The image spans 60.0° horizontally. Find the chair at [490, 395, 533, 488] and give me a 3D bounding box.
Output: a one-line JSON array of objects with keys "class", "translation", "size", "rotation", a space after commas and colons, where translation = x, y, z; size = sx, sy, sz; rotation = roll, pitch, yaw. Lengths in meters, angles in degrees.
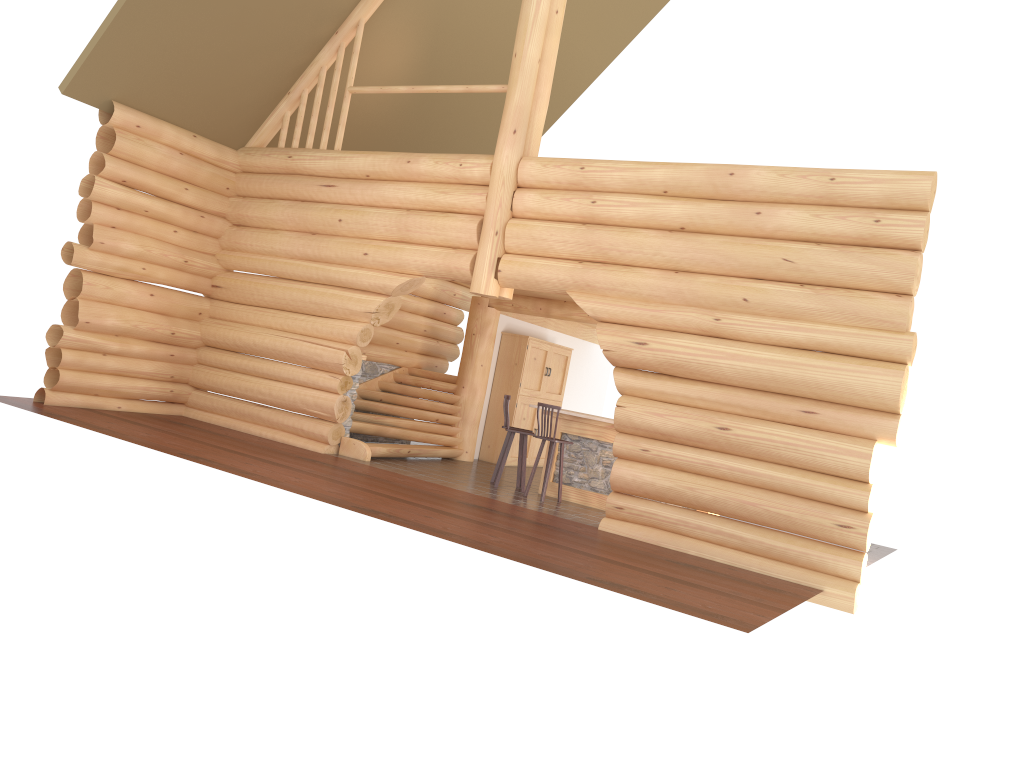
[{"class": "chair", "translation": [0.020, 0.856, 13.365], "size": [0.504, 1.319, 0.406], "rotation": [11, 0, 10]}]

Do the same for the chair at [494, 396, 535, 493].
[{"class": "chair", "translation": [0.055, 0.864, 12.845], "size": [0.504, 1.319, 0.406], "rotation": [11, 0, -1]}]

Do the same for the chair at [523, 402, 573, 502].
[{"class": "chair", "translation": [0.530, 0.955, 12.358], "size": [0.406, 1.319, 0.504], "rotation": [11, 0, 40]}]

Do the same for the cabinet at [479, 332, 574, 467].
[{"class": "cabinet", "translation": [0.311, 0.351, 17.060], "size": [0.670, 2.403, 1.847], "rotation": [11, 0, 30]}]

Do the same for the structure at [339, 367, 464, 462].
[{"class": "structure", "translation": [-2.099, 0.294, 14.910], "size": [1.951, 1.643, 3.604], "rotation": [11, 0, 24]}]

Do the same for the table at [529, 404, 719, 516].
[{"class": "table", "translation": [1.794, 1.224, 12.694], "size": [3.220, 1.257, 1.196], "rotation": [11, 0, 30]}]
